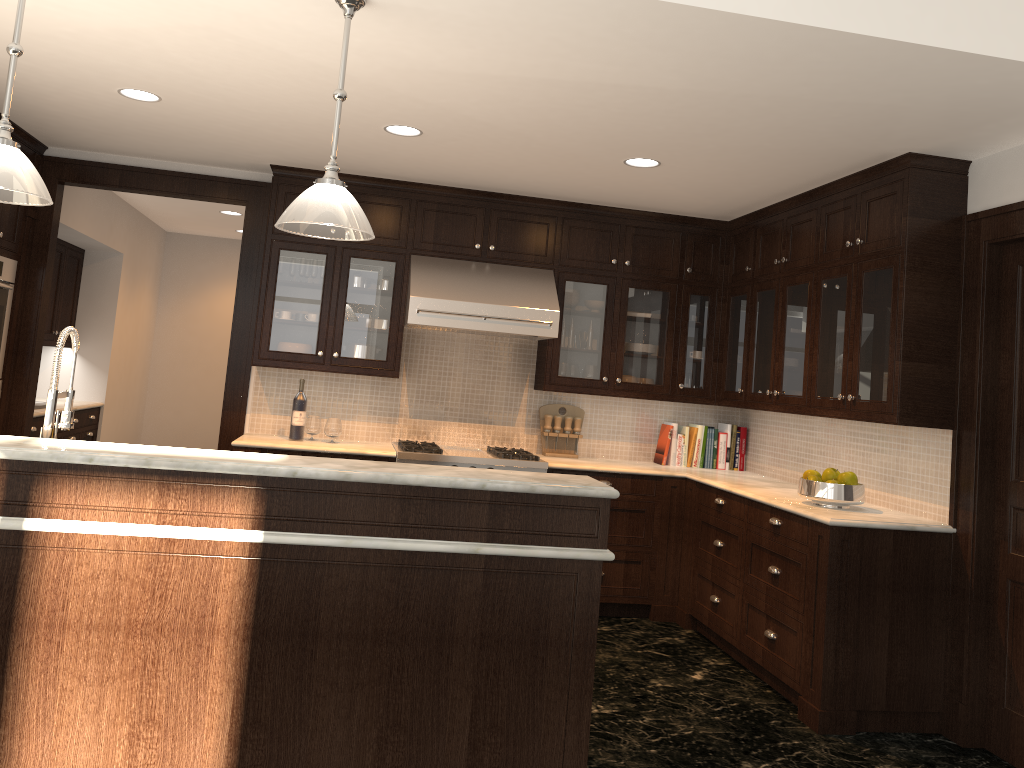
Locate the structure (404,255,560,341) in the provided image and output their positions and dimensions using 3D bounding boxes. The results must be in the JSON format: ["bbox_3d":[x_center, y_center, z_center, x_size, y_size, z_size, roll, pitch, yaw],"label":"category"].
[{"bbox_3d":[-0.202,-0.568,5.668,0.929,0.481,0.637,5,-2,-10],"label":"structure"}]

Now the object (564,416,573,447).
[{"bbox_3d":[0.372,0.328,5.920,0.061,0.228,0.061,9,-6,-40],"label":"object"}]

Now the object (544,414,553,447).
[{"bbox_3d":[0.236,0.318,5.895,0.061,0.230,0.061,8,-5,-28],"label":"object"}]

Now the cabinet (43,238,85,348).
[{"bbox_3d":[-3.642,-0.711,6.441,0.432,0.832,1.850,6,-1,-10],"label":"cabinet"}]

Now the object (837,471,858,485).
[{"bbox_3d":[1.627,0.472,4.280,0.090,0.099,0.093,7,-3,-39],"label":"object"}]

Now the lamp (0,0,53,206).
[{"bbox_3d":[-1.531,-0.963,2.704,0.317,0.790,0.315,5,-4,4],"label":"lamp"}]

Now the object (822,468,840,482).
[{"bbox_3d":[1.576,0.463,4.354,0.091,0.100,0.095,7,-3,-34],"label":"object"}]

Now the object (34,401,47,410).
[{"bbox_3d":[-3.463,-0.045,6.103,0.446,0.409,0.342,5,-3,-10],"label":"object"}]

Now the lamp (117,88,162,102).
[{"bbox_3d":[-1.782,-1.450,4.245,0.197,0.138,0.197,5,-2,-5],"label":"lamp"}]

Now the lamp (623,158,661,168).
[{"bbox_3d":[0.694,-1.236,4.681,0.198,0.138,0.196,4,-2,25],"label":"lamp"}]

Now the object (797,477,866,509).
[{"bbox_3d":[1.577,0.541,4.364,0.317,0.123,0.317,5,0,-16],"label":"object"}]

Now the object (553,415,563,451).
[{"bbox_3d":[0.301,0.328,5.907,0.061,0.239,0.061,9,-6,-40],"label":"object"}]

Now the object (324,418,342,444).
[{"bbox_3d":[-1.103,0.288,5.448,0.112,0.152,0.112,6,-3,-18],"label":"object"}]

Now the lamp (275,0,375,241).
[{"bbox_3d":[-0.566,-0.879,2.875,0.317,0.790,0.315,5,-4,4],"label":"lamp"}]

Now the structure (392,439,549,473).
[{"bbox_3d":[-0.319,0.822,5.518,0.904,0.845,0.716,5,-3,-10],"label":"structure"}]

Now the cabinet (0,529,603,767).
[{"bbox_3d":[-1.228,0.824,2.864,2.842,0.921,1.022,5,-2,-10],"label":"cabinet"}]

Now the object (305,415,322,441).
[{"bbox_3d":[-1.243,0.275,5.512,0.112,0.152,0.112,6,-3,-18],"label":"object"}]

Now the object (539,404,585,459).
[{"bbox_3d":[0.336,0.312,5.925,0.315,0.352,0.110,5,-5,-10],"label":"object"}]

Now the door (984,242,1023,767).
[{"bbox_3d":[2.189,0.475,3.459,0.108,2.203,0.859,6,-4,-10],"label":"door"}]

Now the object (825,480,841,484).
[{"bbox_3d":[1.558,0.513,4.279,0.091,0.098,0.091,4,-3,19],"label":"object"}]

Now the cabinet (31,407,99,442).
[{"bbox_3d":[-3.292,0.578,6.409,0.057,0.751,1.785,6,-1,-10],"label":"cabinet"}]

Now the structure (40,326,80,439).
[{"bbox_3d":[-1.486,0.074,2.906,0.051,0.535,0.242,6,-4,-11],"label":"structure"}]

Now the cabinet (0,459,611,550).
[{"bbox_3d":[-1.123,0.297,2.551,2.831,0.154,0.291,5,-1,-10],"label":"cabinet"}]

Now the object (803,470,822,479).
[{"bbox_3d":[1.507,0.480,4.435,0.092,0.099,0.091,7,-4,-43],"label":"object"}]

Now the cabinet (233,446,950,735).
[{"bbox_3d":[0.105,0.949,4.765,3.361,0.887,2.308,5,0,-10],"label":"cabinet"}]

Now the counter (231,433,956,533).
[{"bbox_3d":[0.145,0.492,4.806,3.361,0.032,2.308,5,0,-10],"label":"counter"}]

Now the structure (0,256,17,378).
[{"bbox_3d":[-3.172,-0.398,4.830,0.612,0.706,0.755,5,-2,-10],"label":"structure"}]

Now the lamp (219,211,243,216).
[{"bbox_3d":[-2.383,-1.516,7.515,0.197,0.138,0.197,5,-2,-5],"label":"lamp"}]

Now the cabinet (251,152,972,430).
[{"bbox_3d":[0.240,-0.582,4.907,3.360,1.265,2.299,5,-1,-10],"label":"cabinet"}]

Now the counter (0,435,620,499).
[{"bbox_3d":[-1.104,0.206,2.561,2.849,0.032,0.327,5,0,-10],"label":"counter"}]

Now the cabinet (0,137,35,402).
[{"bbox_3d":[-3.139,-0.211,4.347,0.755,2.441,1.834,6,-3,-10],"label":"cabinet"}]

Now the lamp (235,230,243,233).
[{"bbox_3d":[-2.576,-1.537,8.561,0.196,0.138,0.198,6,-2,-35],"label":"lamp"}]

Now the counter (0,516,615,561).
[{"bbox_3d":[-1.193,0.382,2.899,2.863,0.032,1.051,5,0,-10],"label":"counter"}]

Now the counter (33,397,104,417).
[{"bbox_3d":[-3.580,0.159,6.388,0.707,0.032,1.850,5,0,-10],"label":"counter"}]

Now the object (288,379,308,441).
[{"bbox_3d":[-1.302,0.156,5.407,0.094,0.381,0.094,5,-5,5],"label":"object"}]

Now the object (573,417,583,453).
[{"bbox_3d":[0.436,0.339,5.931,0.061,0.239,0.060,0,-7,43],"label":"object"}]

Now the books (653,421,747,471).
[{"bbox_3d":[1.295,0.416,6.087,0.602,0.314,0.193,5,-4,-10],"label":"books"}]

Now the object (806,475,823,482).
[{"bbox_3d":[1.494,0.498,4.359,0.100,0.097,0.090,5,-3,8],"label":"object"}]

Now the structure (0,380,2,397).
[{"bbox_3d":[-3.265,0.154,4.772,0.664,0.392,0.760,5,-1,-10],"label":"structure"}]

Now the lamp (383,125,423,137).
[{"bbox_3d":[-0.544,-1.343,4.463,0.198,0.138,0.196,3,-2,45],"label":"lamp"}]
